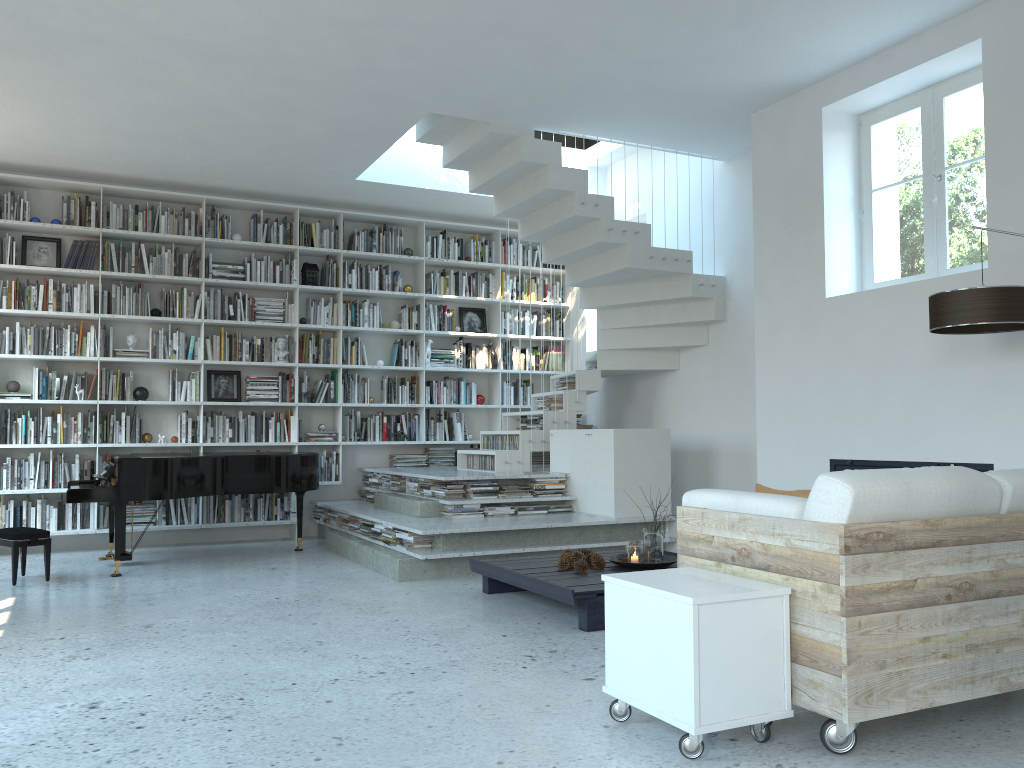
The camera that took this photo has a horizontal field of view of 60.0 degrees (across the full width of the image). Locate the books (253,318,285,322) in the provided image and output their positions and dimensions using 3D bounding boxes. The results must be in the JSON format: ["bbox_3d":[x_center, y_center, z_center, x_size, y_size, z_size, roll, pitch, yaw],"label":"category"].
[{"bbox_3d":[-2.304,-0.596,8.360,0.285,0.012,0.159,1,-4,-25],"label":"books"}]

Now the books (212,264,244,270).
[{"bbox_3d":[-2.638,-1.073,8.214,0.285,0.024,0.159,1,-4,-24],"label":"books"}]

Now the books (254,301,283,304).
[{"bbox_3d":[-2.304,-0.756,8.364,0.254,0.012,0.161,1,-4,-24],"label":"books"}]

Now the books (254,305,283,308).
[{"bbox_3d":[-2.303,-0.718,8.363,0.254,0.012,0.161,1,-4,-24],"label":"books"}]

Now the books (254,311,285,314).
[{"bbox_3d":[-2.304,-0.669,8.363,0.285,0.012,0.159,1,-4,-25],"label":"books"}]

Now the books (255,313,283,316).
[{"bbox_3d":[-2.303,-0.645,8.360,0.254,0.012,0.161,1,-4,-24],"label":"books"}]

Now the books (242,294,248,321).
[{"bbox_3d":[-2.486,-0.693,8.253,0.021,0.269,0.191,1,-3,-26],"label":"books"}]

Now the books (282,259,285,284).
[{"bbox_3d":[-2.187,-1.047,8.435,0.029,0.261,0.133,1,-3,-26],"label":"books"}]

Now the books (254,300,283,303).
[{"bbox_3d":[-2.306,-0.768,8.369,0.254,0.012,0.161,1,-4,-26],"label":"books"}]

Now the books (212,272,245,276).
[{"bbox_3d":[-2.639,-1.006,8.211,0.285,0.012,0.159,1,-4,-28],"label":"books"}]

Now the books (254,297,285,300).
[{"bbox_3d":[-2.304,-0.792,8.366,0.285,0.012,0.159,1,-4,-24],"label":"books"}]

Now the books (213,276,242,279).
[{"bbox_3d":[-2.636,-0.970,8.203,0.254,0.012,0.161,1,-4,-21],"label":"books"}]

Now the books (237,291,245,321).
[{"bbox_3d":[-2.524,-0.704,8.250,0.049,0.291,0.162,1,-3,-26],"label":"books"}]

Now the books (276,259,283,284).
[{"bbox_3d":[-2.207,-1.042,8.407,0.032,0.248,0.173,1,-3,-26],"label":"books"}]

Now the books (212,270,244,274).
[{"bbox_3d":[-2.635,-1.024,8.206,0.285,0.024,0.159,1,-3,-21],"label":"books"}]

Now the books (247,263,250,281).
[{"bbox_3d":[-2.477,-1.018,8.277,0.025,0.187,0.193,1,-3,-26],"label":"books"}]

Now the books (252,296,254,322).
[{"bbox_3d":[-2.434,-0.681,8.272,0.013,0.246,0.176,1,-3,-26],"label":"books"}]

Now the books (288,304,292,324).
[{"bbox_3d":[-2.132,-0.649,8.443,0.029,0.198,0.172,1,-3,-26],"label":"books"}]

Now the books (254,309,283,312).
[{"bbox_3d":[-2.304,-0.681,8.363,0.254,0.012,0.161,1,-4,-25],"label":"books"}]

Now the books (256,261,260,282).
[{"bbox_3d":[-2.394,-1.031,8.320,0.027,0.216,0.190,1,-3,-26],"label":"books"}]

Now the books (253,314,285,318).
[{"bbox_3d":[-2.302,-0.633,8.357,0.285,0.012,0.159,2,-4,-29],"label":"books"}]

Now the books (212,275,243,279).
[{"bbox_3d":[-2.638,-0.982,8.208,0.254,0.012,0.161,2,-4,-29],"label":"books"}]

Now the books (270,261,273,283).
[{"bbox_3d":[-2.286,-1.032,8.366,0.023,0.223,0.190,1,-3,-26],"label":"books"}]

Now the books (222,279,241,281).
[{"bbox_3d":[-2.637,-0.946,8.204,0.254,0.012,0.161,1,-4,-22],"label":"books"}]

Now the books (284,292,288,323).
[{"bbox_3d":[-2.153,-0.709,8.439,0.012,0.318,0.140,1,-3,-26],"label":"books"}]

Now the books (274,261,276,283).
[{"bbox_3d":[-2.254,-1.034,8.389,0.012,0.230,0.158,1,-3,-26],"label":"books"}]

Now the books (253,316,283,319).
[{"bbox_3d":[-2.304,-0.621,8.361,0.254,0.012,0.161,1,-4,-27],"label":"books"}]

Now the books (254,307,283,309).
[{"bbox_3d":[-2.302,-0.705,8.360,0.254,0.012,0.161,2,-4,-29],"label":"books"}]

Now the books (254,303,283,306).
[{"bbox_3d":[-2.301,-0.742,8.358,0.254,0.012,0.161,1,-4,-21],"label":"books"}]

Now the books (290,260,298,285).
[{"bbox_3d":[-2.080,-1.037,8.410,0.037,0.237,0.272,1,-3,-26],"label":"books"}]

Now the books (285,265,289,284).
[{"bbox_3d":[-2.154,-1.018,8.434,0.029,0.202,0.191,1,-3,-26],"label":"books"}]

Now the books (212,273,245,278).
[{"bbox_3d":[-2.638,-0.994,8.208,0.285,0.012,0.159,2,-4,-29],"label":"books"}]

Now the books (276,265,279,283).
[{"bbox_3d":[-2.234,-1.013,8.393,0.029,0.188,0.176,1,-3,-26],"label":"books"}]

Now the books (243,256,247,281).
[{"bbox_3d":[-2.496,-1.051,8.275,0.012,0.254,0.161,1,-3,-26],"label":"books"}]

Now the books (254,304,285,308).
[{"bbox_3d":[-2.305,-0.729,8.366,0.285,0.012,0.159,1,-4,-27],"label":"books"}]

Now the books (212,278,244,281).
[{"bbox_3d":[-2.638,-0.958,8.206,0.285,0.012,0.159,1,-4,-23],"label":"books"}]

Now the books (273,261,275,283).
[{"bbox_3d":[-2.267,-1.034,8.390,0.010,0.230,0.152,1,-3,-26],"label":"books"}]

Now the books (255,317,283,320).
[{"bbox_3d":[-2.305,-0.608,8.362,0.254,0.012,0.161,1,-4,-26],"label":"books"}]

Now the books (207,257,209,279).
[{"bbox_3d":[-2.797,-1.040,8.131,0.013,0.218,0.141,1,-3,-26],"label":"books"}]

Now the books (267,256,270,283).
[{"bbox_3d":[-2.311,-1.055,8.365,0.023,0.269,0.185,1,-3,-26],"label":"books"}]

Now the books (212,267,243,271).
[{"bbox_3d":[-2.636,-1.049,8.209,0.254,0.025,0.161,2,-4,-30],"label":"books"}]

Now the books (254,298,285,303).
[{"bbox_3d":[-2.301,-0.780,8.359,0.285,0.012,0.159,2,-4,-31],"label":"books"}]

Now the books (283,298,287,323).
[{"bbox_3d":[-2.156,-0.678,8.418,0.012,0.254,0.161,1,-3,-26],"label":"books"}]

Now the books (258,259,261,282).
[{"bbox_3d":[-2.383,-1.043,8.341,0.012,0.244,0.131,1,-3,-26],"label":"books"}]

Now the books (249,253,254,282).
[{"bbox_3d":[-2.434,-1.066,8.287,0.011,0.284,0.190,1,-3,-26],"label":"books"}]

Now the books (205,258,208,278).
[{"bbox_3d":[-2.809,-1.033,8.110,0.027,0.201,0.167,1,-3,-26],"label":"books"}]

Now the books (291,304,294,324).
[{"bbox_3d":[-2.108,-0.651,8.461,0.030,0.205,0.158,1,-3,-26],"label":"books"}]

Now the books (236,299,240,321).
[{"bbox_3d":[-2.548,-0.668,8.234,0.024,0.216,0.148,1,-3,-26],"label":"books"}]

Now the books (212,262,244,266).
[{"bbox_3d":[-2.640,-1.097,8.220,0.285,0.024,0.159,1,-4,-26],"label":"books"}]

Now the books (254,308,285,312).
[{"bbox_3d":[-2.302,-0.693,8.360,0.285,0.012,0.159,1,-4,-23],"label":"books"}]

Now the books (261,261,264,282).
[{"bbox_3d":[-2.360,-1.031,8.341,0.028,0.219,0.183,1,-3,-26],"label":"books"}]

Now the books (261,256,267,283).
[{"bbox_3d":[-2.343,-1.056,8.372,0.029,0.273,0.140,1,-3,-26],"label":"books"}]

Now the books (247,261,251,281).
[{"bbox_3d":[-2.468,-1.034,8.315,0.024,0.223,0.128,1,-3,-26],"label":"books"}]

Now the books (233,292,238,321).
[{"bbox_3d":[-2.571,-0.702,8.231,0.022,0.285,0.131,1,-3,-26],"label":"books"}]

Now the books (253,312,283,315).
[{"bbox_3d":[-2.303,-0.657,8.360,0.254,0.012,0.161,1,-4,-28],"label":"books"}]

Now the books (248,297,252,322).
[{"bbox_3d":[-2.452,-0.680,8.277,0.015,0.245,0.183,1,-3,-26],"label":"books"}]

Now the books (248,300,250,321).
[{"bbox_3d":[-2.473,-0.666,8.276,0.024,0.216,0.132,1,-3,-26],"label":"books"}]

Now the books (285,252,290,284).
[{"bbox_3d":[-2.140,-1.083,8.454,0.012,0.334,0.155,1,-3,-26],"label":"books"}]

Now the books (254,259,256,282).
[{"bbox_3d":[-2.426,-1.042,8.308,0.021,0.237,0.171,1,-3,-26],"label":"books"}]
